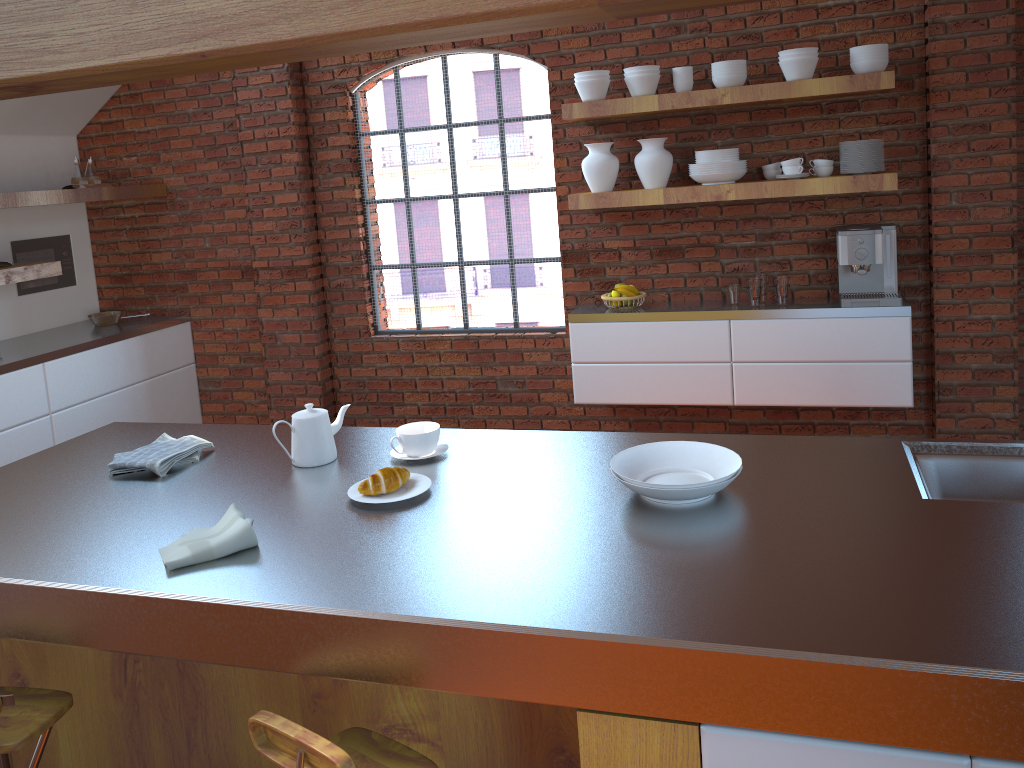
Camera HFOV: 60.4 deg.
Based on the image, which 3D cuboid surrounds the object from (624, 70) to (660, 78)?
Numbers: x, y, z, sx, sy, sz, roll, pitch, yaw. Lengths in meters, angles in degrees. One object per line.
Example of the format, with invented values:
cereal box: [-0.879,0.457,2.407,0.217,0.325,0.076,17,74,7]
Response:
object: [0.649,-1.496,4.373,0.182,0.102,0.182,-13,15,-34]

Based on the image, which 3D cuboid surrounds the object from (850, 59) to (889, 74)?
object: [1.651,-1.457,4.064,0.167,0.060,0.167,-12,15,-31]

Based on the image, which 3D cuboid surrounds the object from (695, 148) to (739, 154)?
object: [1.010,-1.126,4.336,0.213,0.054,0.218,-2,13,10]

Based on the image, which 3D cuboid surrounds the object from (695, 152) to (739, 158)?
object: [1.012,-1.107,4.338,0.213,0.054,0.218,-2,13,10]

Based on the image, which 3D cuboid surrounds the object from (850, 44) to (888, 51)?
object: [1.646,-1.524,4.056,0.167,0.060,0.167,-12,15,-31]

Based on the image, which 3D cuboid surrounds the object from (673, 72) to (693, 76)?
object: [0.847,-1.509,4.357,0.100,0.060,0.100,-12,14,-31]

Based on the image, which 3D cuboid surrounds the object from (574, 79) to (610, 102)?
object: [0.407,-1.467,4.419,0.182,0.102,0.182,-13,15,-34]

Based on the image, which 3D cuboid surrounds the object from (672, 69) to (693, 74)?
object: [0.846,-1.521,4.355,0.100,0.060,0.100,-12,14,-31]

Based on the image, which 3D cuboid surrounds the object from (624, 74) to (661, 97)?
object: [0.651,-1.475,4.375,0.182,0.102,0.182,-13,15,-34]

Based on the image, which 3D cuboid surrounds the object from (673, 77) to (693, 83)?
object: [0.849,-1.483,4.360,0.100,0.060,0.100,-12,14,-31]

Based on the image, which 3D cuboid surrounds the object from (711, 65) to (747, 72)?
object: [1.054,-1.505,4.270,0.165,0.060,0.169,-2,13,13]

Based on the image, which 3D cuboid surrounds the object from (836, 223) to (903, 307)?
object: [1.699,-0.572,4.195,0.270,0.364,0.387,-1,11,19]

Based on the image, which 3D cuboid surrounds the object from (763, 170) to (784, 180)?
object: [1.299,-1.041,4.383,0.092,0.046,0.101,-5,12,-2]

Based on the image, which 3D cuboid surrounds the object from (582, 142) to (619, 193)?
object: [0.457,-1.114,4.535,0.194,0.245,0.194,-10,11,-31]

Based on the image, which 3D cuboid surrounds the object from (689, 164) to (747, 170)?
object: [1.017,-1.048,4.345,0.281,0.054,0.288,-4,13,2]

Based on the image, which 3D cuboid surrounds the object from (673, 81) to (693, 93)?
object: [0.850,-1.467,4.362,0.100,0.060,0.100,-12,14,-31]

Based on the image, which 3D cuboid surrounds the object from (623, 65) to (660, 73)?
object: [0.647,-1.518,4.370,0.182,0.102,0.182,-13,15,-34]

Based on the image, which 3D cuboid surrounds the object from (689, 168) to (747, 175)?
object: [1.018,-1.027,4.348,0.281,0.054,0.288,-4,13,2]

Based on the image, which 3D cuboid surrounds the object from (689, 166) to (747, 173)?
object: [1.017,-1.038,4.346,0.281,0.054,0.288,-4,13,2]

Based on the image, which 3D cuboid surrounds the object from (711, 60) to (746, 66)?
object: [1.052,-1.530,4.267,0.165,0.060,0.169,-2,13,13]

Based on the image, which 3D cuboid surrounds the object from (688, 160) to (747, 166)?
object: [1.015,-1.067,4.343,0.281,0.054,0.288,-4,13,2]

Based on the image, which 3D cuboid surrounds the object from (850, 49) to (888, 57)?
object: [1.648,-1.499,4.059,0.167,0.060,0.167,-12,15,-31]

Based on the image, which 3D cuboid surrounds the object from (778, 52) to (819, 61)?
object: [1.349,-1.494,4.140,0.180,0.102,0.184,-7,12,-11]

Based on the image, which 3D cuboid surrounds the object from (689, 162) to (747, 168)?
object: [1.016,-1.057,4.344,0.281,0.054,0.288,-4,13,2]

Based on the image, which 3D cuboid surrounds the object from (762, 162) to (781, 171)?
object: [1.291,-1.072,4.377,0.092,0.057,0.102,-7,12,-12]

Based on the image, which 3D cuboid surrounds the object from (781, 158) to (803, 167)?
object: [1.330,-1.048,4.196,0.092,0.057,0.102,-4,12,2]

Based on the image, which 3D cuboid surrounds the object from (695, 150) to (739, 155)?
object: [1.011,-1.116,4.337,0.213,0.054,0.218,-2,13,10]

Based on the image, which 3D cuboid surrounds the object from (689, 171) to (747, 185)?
object: [1.019,-1.016,4.349,0.281,0.054,0.288,-4,13,2]

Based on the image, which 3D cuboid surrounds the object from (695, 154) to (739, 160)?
object: [1.013,-1.097,4.339,0.213,0.054,0.218,-2,13,10]

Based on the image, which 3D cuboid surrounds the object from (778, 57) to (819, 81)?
object: [1.351,-1.473,4.142,0.180,0.102,0.184,-7,12,-11]

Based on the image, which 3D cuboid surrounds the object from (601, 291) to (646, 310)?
object: [0.587,-0.434,4.607,0.237,0.070,0.239,-10,14,-23]

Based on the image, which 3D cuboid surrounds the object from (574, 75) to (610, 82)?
object: [0.406,-1.488,4.416,0.182,0.102,0.182,-13,15,-34]

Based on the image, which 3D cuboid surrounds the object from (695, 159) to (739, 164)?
object: [1.014,-1.075,4.342,0.213,0.054,0.218,-2,13,10]

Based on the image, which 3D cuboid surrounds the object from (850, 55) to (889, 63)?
object: [1.650,-1.473,4.062,0.167,0.060,0.167,-12,15,-31]

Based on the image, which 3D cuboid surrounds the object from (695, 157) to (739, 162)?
object: [1.014,-1.086,4.341,0.213,0.054,0.218,-2,13,10]

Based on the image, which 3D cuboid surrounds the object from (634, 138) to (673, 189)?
object: [0.717,-1.114,4.448,0.193,0.245,0.195,-6,10,-9]

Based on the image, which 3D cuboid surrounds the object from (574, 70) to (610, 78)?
object: [0.404,-1.510,4.414,0.182,0.102,0.182,-13,15,-34]

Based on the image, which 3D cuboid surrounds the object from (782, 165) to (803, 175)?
object: [1.339,-1.017,4.200,0.092,0.046,0.101,-2,13,13]

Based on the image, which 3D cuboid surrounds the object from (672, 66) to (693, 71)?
object: [0.845,-1.534,4.354,0.100,0.060,0.100,-12,14,-31]

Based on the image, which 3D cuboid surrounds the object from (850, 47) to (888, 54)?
object: [1.647,-1.511,4.058,0.167,0.060,0.167,-12,15,-31]

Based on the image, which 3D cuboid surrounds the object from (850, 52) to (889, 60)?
object: [1.649,-1.486,4.061,0.167,0.060,0.167,-12,15,-31]

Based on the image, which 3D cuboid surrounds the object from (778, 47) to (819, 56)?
object: [1.347,-1.516,4.137,0.180,0.102,0.184,-7,12,-11]

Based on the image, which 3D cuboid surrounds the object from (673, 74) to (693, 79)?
object: [0.848,-1.496,4.358,0.100,0.060,0.100,-12,14,-31]
